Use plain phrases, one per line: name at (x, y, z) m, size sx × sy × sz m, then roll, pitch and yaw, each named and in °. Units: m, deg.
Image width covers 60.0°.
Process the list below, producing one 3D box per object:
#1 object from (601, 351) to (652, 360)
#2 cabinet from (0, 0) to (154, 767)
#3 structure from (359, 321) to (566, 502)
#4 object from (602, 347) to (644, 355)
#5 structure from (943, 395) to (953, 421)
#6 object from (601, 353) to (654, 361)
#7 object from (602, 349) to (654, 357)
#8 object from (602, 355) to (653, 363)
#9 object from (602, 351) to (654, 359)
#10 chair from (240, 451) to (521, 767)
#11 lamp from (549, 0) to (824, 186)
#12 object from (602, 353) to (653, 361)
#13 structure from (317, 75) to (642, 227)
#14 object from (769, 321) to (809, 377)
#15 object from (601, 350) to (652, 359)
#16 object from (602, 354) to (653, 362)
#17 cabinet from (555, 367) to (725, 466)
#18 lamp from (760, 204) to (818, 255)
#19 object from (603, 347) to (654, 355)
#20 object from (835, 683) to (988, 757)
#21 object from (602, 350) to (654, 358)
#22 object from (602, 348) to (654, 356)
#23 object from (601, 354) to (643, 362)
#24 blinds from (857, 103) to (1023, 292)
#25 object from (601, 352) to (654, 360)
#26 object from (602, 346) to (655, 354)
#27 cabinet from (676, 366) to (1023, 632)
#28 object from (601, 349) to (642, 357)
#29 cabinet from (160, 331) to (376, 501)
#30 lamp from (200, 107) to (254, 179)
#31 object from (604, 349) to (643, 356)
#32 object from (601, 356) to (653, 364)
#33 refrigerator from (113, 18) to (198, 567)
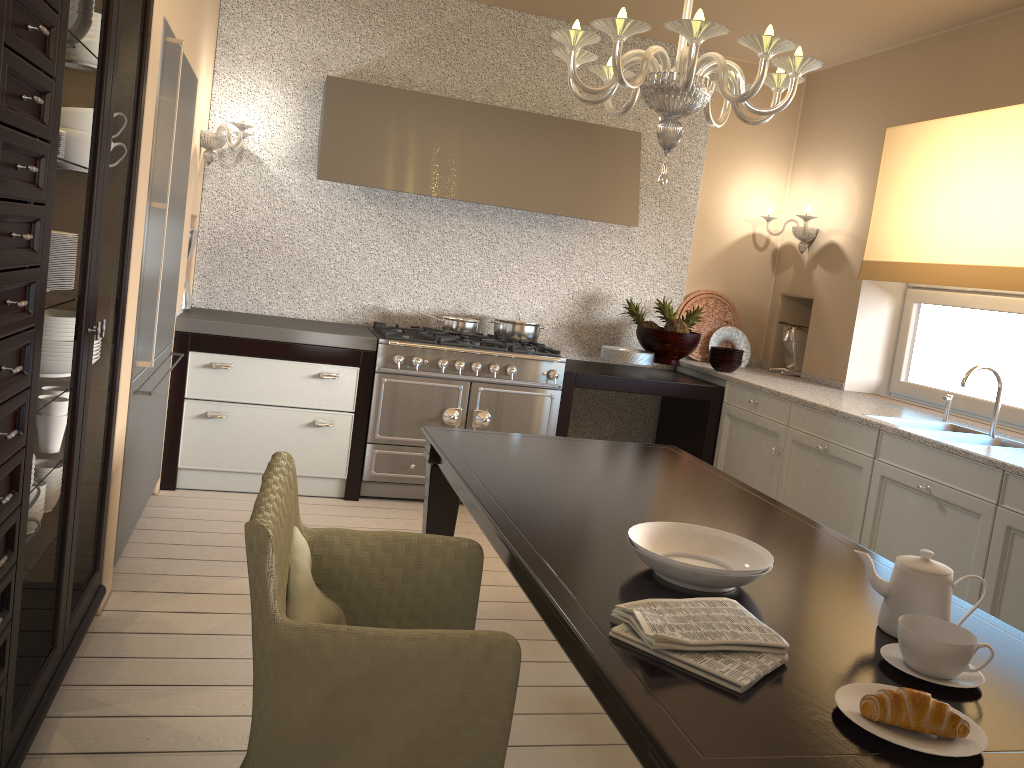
object at (0.609, -0.148, 4.680) m, size 0.278 × 0.011 × 0.280 m, roll 4°, pitch 9°, yaw -28°
cabinet at (-1.183, -0.124, 1.367) m, size 0.887 × 1.833 × 2.501 m, roll 6°, pitch 7°, yaw -15°
structure at (-0.292, 0.152, 4.564) m, size 0.928 × 0.802 × 0.708 m, roll 6°, pitch 7°, yaw -15°
object at (0.611, -0.170, 4.678) m, size 0.278 × 0.011 × 0.280 m, roll 4°, pitch 9°, yaw -28°
structure at (1.885, 0.115, 3.847) m, size 0.036 × 0.134 × 0.024 m, roll 6°, pitch 6°, yaw -15°
object at (0.608, -0.139, 4.681) m, size 0.278 × 0.011 × 0.280 m, roll 4°, pitch 9°, yaw -28°
object at (0.611, -0.162, 4.679) m, size 0.278 × 0.011 × 0.280 m, roll 4°, pitch 9°, yaw -28°
object at (0.607, -0.131, 4.682) m, size 0.278 × 0.011 × 0.280 m, roll 4°, pitch 9°, yaw -28°
object at (0.609, -0.151, 4.681) m, size 0.278 × 0.011 × 0.280 m, roll 4°, pitch 9°, yaw -28°
chair at (-0.278, 0.599, 1.763) m, size 0.561 × 0.798 × 0.566 m, roll 7°, pitch 6°, yaw -9°
lamp at (0.464, -1.069, 2.248) m, size 0.675 × 1.123 × 0.703 m, roll 8°, pitch 6°, yaw 3°
object at (0.608, -0.143, 4.681) m, size 0.278 × 0.011 × 0.280 m, roll 4°, pitch 9°, yaw -28°
structure at (-0.157, -1.188, 4.632) m, size 1.660 × 0.508 × 0.482 m, roll 6°, pitch 7°, yaw -15°
object at (1.743, -0.195, 5.229) m, size 0.390 × 0.305 × 0.384 m, roll 6°, pitch 7°, yaw -15°
object at (0.609, -0.154, 4.679) m, size 0.278 × 0.011 × 0.280 m, roll 4°, pitch 9°, yaw -28°
object at (0.607, -0.137, 4.681) m, size 0.278 × 0.011 × 0.280 m, roll 4°, pitch 9°, yaw -28°
cabinet at (0.566, 0.283, 4.861) m, size 0.895 × 0.722 × 0.603 m, roll 6°, pitch 7°, yaw -15°
lamp at (1.626, -0.877, 5.060) m, size 0.264 × 0.265 × 0.482 m, roll 6°, pitch 7°, yaw -17°
object at (0.612, -0.173, 4.678) m, size 0.278 × 0.011 × 0.280 m, roll 4°, pitch 9°, yaw -28°
object at (0.547, 0.466, 1.223) m, size 0.194 × 0.014 × 0.195 m, roll 1°, pitch 10°, yaw -39°
object at (0.610, -0.156, 4.678) m, size 0.278 × 0.011 × 0.280 m, roll 4°, pitch 9°, yaw -28°
object at (0.611, -0.167, 4.677) m, size 0.278 × 0.011 × 0.280 m, roll 4°, pitch 9°, yaw -28°
object at (0.607, -0.134, 4.680) m, size 0.278 × 0.011 × 0.280 m, roll 4°, pitch 9°, yaw -28°
blinds at (2.304, -0.643, 2.874) m, size 0.022 × 0.779 × 3.567 m, roll 6°, pitch 8°, yaw -16°
object at (0.608, -0.145, 4.681) m, size 0.278 × 0.011 × 0.280 m, roll 4°, pitch 9°, yaw -28°
object at (0.613, -0.176, 4.677) m, size 0.278 × 0.011 × 0.280 m, roll 4°, pitch 9°, yaw -28°
cabinet at (1.800, 0.614, 3.418) m, size 0.845 × 0.768 × 4.243 m, roll 6°, pitch 8°, yaw -15°
object at (0.610, -0.159, 4.679) m, size 0.278 × 0.011 × 0.280 m, roll 4°, pitch 9°, yaw -28°
cabinet at (-1.188, 0.117, 4.364) m, size 0.895 × 0.722 × 0.640 m, roll 6°, pitch 7°, yaw -15°
lamp at (-1.380, -1.142, 4.241) m, size 0.269 × 0.339 × 0.482 m, roll 6°, pitch 7°, yaw -17°
object at (0.611, -0.165, 4.678) m, size 0.278 × 0.011 × 0.280 m, roll 4°, pitch 9°, yaw -28°
object at (0.606, -0.126, 4.682) m, size 0.278 × 0.011 × 0.280 m, roll 4°, pitch 9°, yaw -28°
refrigerator at (-1.606, -0.379, 3.222) m, size 0.740 × 1.728 × 1.108 m, roll 6°, pitch 6°, yaw -15°
